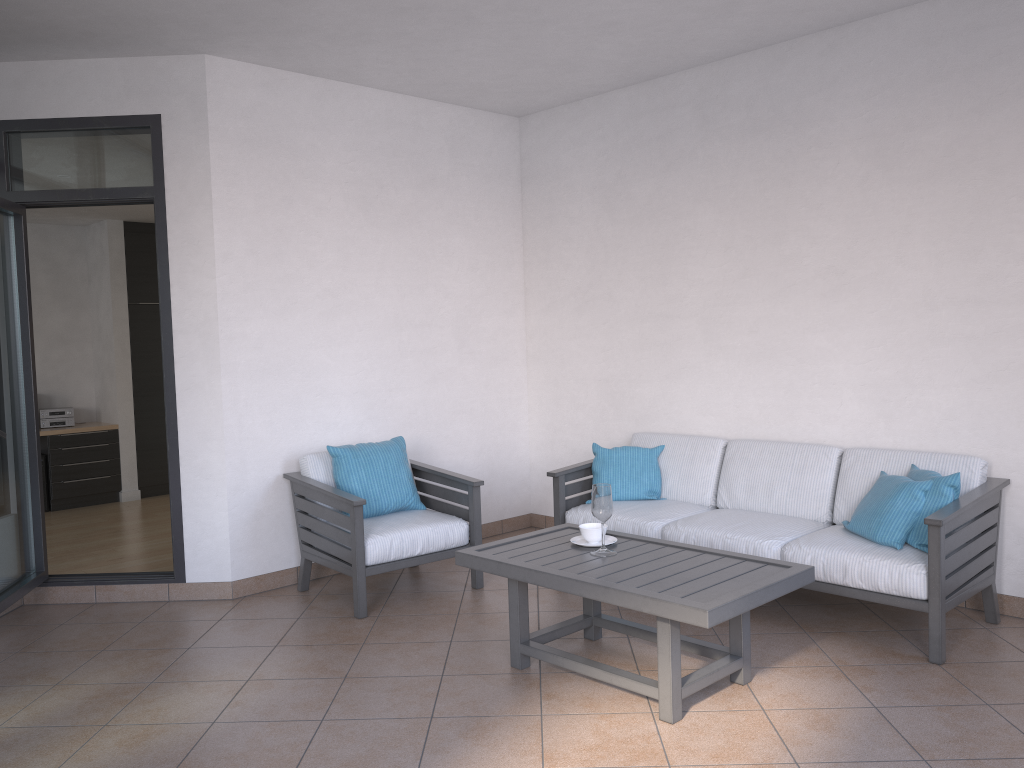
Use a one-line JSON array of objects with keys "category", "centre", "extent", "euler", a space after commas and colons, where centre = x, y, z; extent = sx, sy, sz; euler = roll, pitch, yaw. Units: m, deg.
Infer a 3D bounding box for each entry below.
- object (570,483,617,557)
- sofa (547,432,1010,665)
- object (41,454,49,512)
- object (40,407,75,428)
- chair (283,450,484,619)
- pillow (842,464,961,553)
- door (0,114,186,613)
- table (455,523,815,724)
[{"category": "object", "centre": [0.342, 0.551, 3.766], "extent": [0.203, 0.284, 0.337], "euler": [-1, 3, 7]}, {"category": "sofa", "centre": [1.242, 0.706, 4.559], "extent": [0.807, 0.765, 2.161], "euler": [-5, 4, -44]}, {"category": "object", "centre": [-4.481, 0.914, 8.204], "extent": [0.215, 0.527, 0.474], "euler": [-5, 4, -44]}, {"category": "object", "centre": [-4.349, 0.320, 8.477], "extent": [0.285, 0.174, 0.270], "euler": [-4, 4, -29]}, {"category": "chair", "centre": [-0.706, 0.752, 4.894], "extent": [0.797, 0.765, 0.807], "euler": [-4, 4, -39]}, {"category": "pillow", "centre": [1.736, 0.553, 3.978], "extent": [0.377, 0.370, 0.543], "euler": [-2, 3, -4]}, {"category": "door", "centre": [-2.262, -0.142, 4.448], "extent": [0.905, 2.500, 0.924], "euler": [-2, 3, 1]}, {"category": "table", "centre": [0.457, 0.933, 3.562], "extent": [0.710, 0.473, 1.260], "euler": [-5, 4, -44]}]
